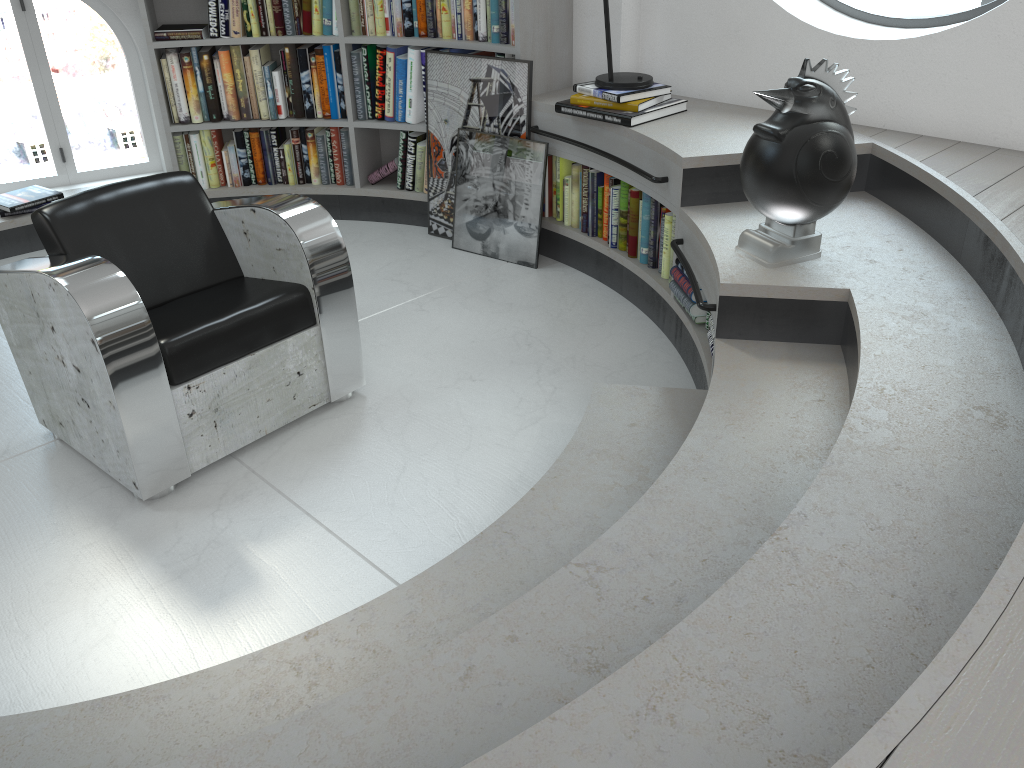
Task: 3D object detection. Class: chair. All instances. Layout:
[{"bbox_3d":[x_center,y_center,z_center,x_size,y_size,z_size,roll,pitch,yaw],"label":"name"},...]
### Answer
[{"bbox_3d":[-1.046,-0.226,2.794,0.745,0.710,0.829,21,36,35],"label":"chair"}]

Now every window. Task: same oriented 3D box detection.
[{"bbox_3d":[-2.962,-1.029,3.630,0.619,1.136,3.261,15,33,27],"label":"window"},{"bbox_3d":[1.467,-1.995,3.020,0.105,1.452,1.479,-26,37,-37],"label":"window"}]

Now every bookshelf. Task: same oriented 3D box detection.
[{"bbox_3d":[-2.007,-1.293,3.202,4.361,1.857,2.121,-27,38,-37],"label":"bookshelf"}]

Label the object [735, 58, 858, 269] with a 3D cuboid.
[{"bbox_3d":[0.820,-0.641,2.537,0.321,0.555,0.324,8,30,17],"label":"object"}]

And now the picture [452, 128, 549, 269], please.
[{"bbox_3d":[-0.064,-0.835,3.985,0.491,0.548,0.107,18,34,32],"label":"picture"}]

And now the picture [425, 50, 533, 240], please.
[{"bbox_3d":[-0.162,-1.050,4.050,0.581,0.852,0.091,18,34,31],"label":"picture"}]

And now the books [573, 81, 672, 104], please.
[{"bbox_3d":[0.437,-1.176,3.535,0.270,0.030,0.288,-20,34,-29],"label":"books"}]

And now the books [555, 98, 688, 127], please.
[{"bbox_3d":[0.439,-1.116,3.568,0.368,0.041,0.390,-27,38,-37],"label":"books"}]

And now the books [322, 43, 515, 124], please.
[{"bbox_3d":[-0.362,-1.427,4.210,1.186,0.354,0.307,13,32,24],"label":"books"}]

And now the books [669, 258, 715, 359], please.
[{"bbox_3d":[0.704,-0.226,2.899,0.240,0.166,0.673,-3,29,-3],"label":"books"}]

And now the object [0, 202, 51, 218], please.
[{"bbox_3d":[-2.385,-0.879,4.346,0.227,0.036,0.215,-16,32,-23],"label":"object"}]

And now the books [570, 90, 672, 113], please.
[{"bbox_3d":[0.438,-1.148,3.550,0.305,0.034,0.289,18,35,31],"label":"books"}]

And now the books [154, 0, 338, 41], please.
[{"bbox_3d":[-1.215,-1.842,4.216,0.974,0.348,0.255,-2,29,-1],"label":"books"}]

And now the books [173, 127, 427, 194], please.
[{"bbox_3d":[-1.001,-1.177,4.529,1.497,0.307,0.364,2,29,7],"label":"books"}]

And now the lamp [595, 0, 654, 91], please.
[{"bbox_3d":[0.459,-1.485,3.391,0.323,0.652,0.236,-16,32,-25],"label":"lamp"}]

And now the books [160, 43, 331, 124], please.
[{"bbox_3d":[-1.291,-1.513,4.404,0.872,0.346,0.275,-3,29,-2],"label":"books"}]

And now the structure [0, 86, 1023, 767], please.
[{"bbox_3d":[-1.021,-0.159,2.687,4.709,0.685,4.769,-1,29,1],"label":"structure"}]

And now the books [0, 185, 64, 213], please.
[{"bbox_3d":[-2.385,-0.906,4.332,0.254,0.029,0.271,18,35,31],"label":"books"}]

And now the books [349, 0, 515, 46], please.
[{"bbox_3d":[-0.304,-1.749,4.011,1.024,0.343,0.278,15,33,27],"label":"books"}]

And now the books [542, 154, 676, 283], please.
[{"bbox_3d":[0.456,-0.735,3.678,0.273,0.294,1.157,-17,33,-25],"label":"books"}]
